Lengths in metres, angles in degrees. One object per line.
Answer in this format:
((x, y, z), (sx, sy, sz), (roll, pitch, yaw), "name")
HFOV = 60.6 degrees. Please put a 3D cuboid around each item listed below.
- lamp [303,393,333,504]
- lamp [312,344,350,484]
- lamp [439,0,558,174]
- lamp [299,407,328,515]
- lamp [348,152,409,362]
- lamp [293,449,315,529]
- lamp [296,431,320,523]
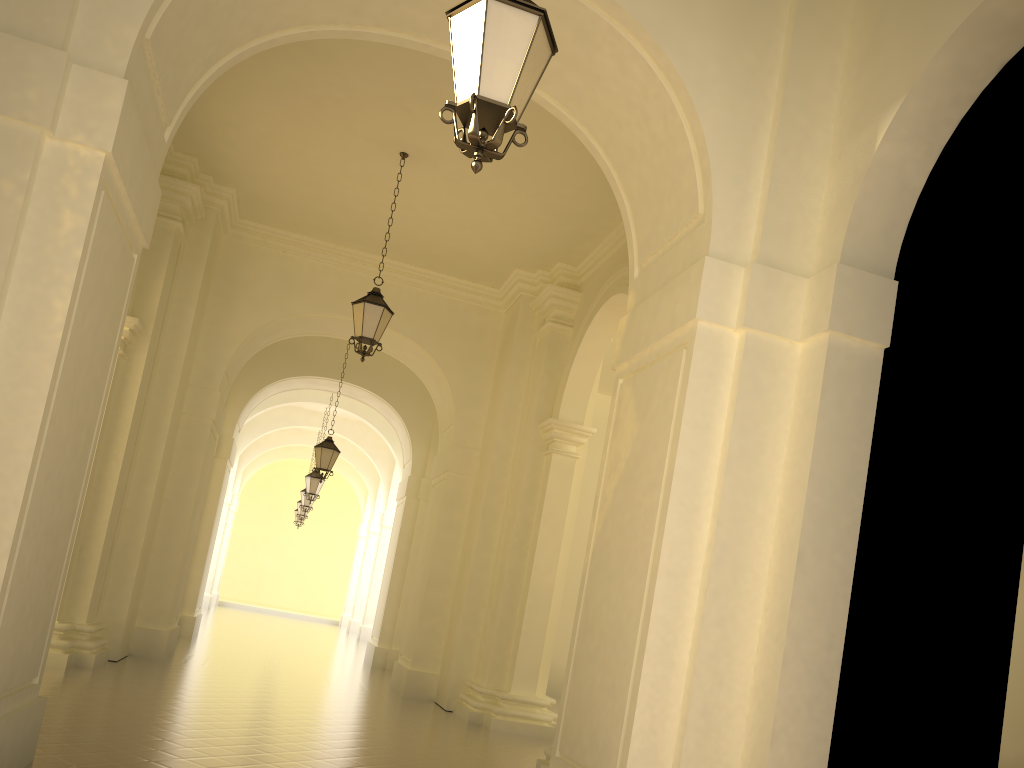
((-4.565, 1.310, 21.211), (0.514, 3.252, 0.446), (12, -6, -14), "lamp")
((-3.246, 0.248, 16.344), (0.452, 3.252, 0.507), (16, -9, -43), "lamp")
((0.135, -2.476, 3.869), (0.452, 3.252, 0.507), (16, -9, -43), "lamp")
((-5.583, 2.130, 24.966), (0.514, 3.252, 0.446), (12, -6, -14), "lamp")
((-1.494, -1.478, 10.165), (0.439, 2.521, 0.522), (8, -7, 16), "lamp")
((-7.576, 3.735, 32.319), (0.514, 3.252, 0.446), (12, -6, -14), "lamp")
((-6.583, 2.935, 28.654), (0.514, 3.252, 0.446), (12, -6, -14), "lamp")
